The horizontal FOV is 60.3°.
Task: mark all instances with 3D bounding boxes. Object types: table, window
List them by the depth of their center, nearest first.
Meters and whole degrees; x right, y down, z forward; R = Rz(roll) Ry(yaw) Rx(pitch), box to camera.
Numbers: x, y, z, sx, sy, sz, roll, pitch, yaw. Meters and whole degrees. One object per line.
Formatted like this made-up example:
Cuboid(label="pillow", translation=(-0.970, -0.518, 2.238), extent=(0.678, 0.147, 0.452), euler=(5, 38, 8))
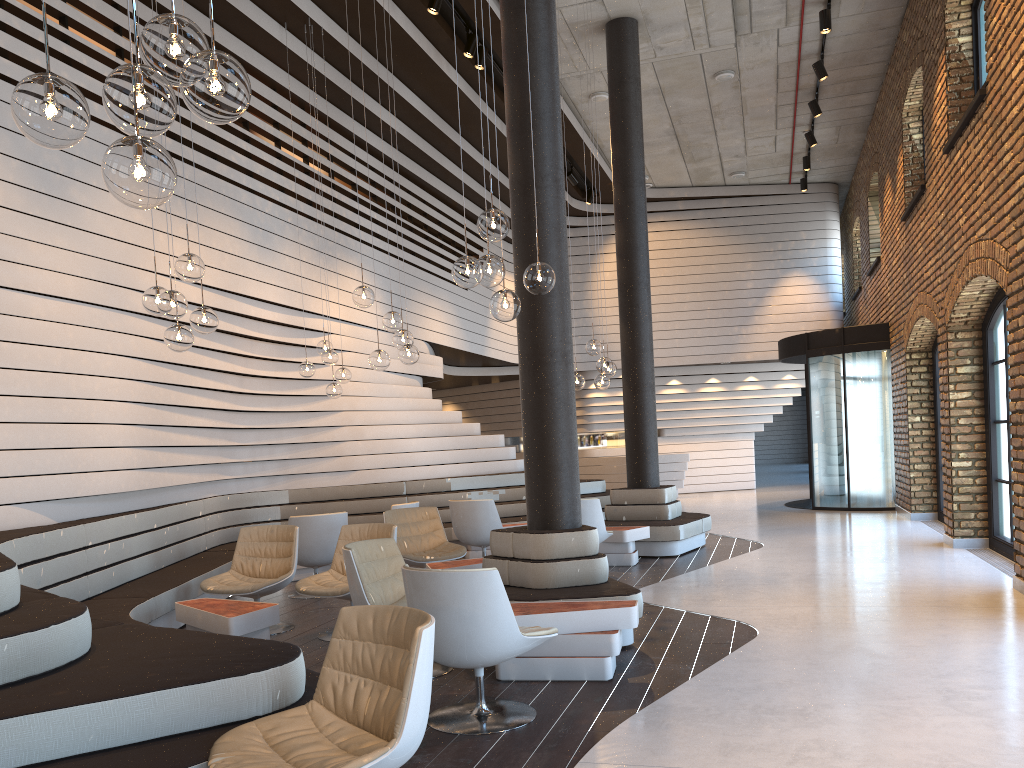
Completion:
Cuboid(label="table", translation=(0.257, 1.444, 4.954), extent=(0.908, 0.371, 0.412), euler=(-4, -1, 10))
Cuboid(label="table", translation=(-1.798, 1.604, 5.677), extent=(0.410, 0.371, 0.914), euler=(-2, -3, -41))
Cuboid(label="table", translation=(-0.347, 1.627, 7.176), extent=(0.898, 0.371, 0.417), euler=(-1, -2, -36))
Cuboid(label="window", translation=(4.166, -3.003, 7.539), extent=(0.126, 1.455, 1.563), euler=(-2, -1, 16))
Cuboid(label="window", translation=(4.439, 0.322, 7.643), extent=(0.131, 2.542, 2.342), euler=(-2, 0, 16))
Cuboid(label="table", translation=(0.954, 1.691, 9.165), extent=(0.910, 0.371, 0.411), euler=(-4, -1, 19))
Cuboid(label="table", translation=(-2.163, 1.875, 9.397), extent=(0.898, 0.371, 0.417), euler=(-1, -2, -36))
Cuboid(label="table", translation=(-0.204, 1.813, 10.056), extent=(0.903, 0.371, 0.415), euler=(-3, -1, -10))
Cuboid(label="window", translation=(4.966, -2.863, 10.256), extent=(0.126, 1.455, 1.563), euler=(-2, -1, 16))
Cuboid(label="window", translation=(5.239, 0.462, 10.359), extent=(0.131, 2.542, 2.342), euler=(-2, 0, 16))

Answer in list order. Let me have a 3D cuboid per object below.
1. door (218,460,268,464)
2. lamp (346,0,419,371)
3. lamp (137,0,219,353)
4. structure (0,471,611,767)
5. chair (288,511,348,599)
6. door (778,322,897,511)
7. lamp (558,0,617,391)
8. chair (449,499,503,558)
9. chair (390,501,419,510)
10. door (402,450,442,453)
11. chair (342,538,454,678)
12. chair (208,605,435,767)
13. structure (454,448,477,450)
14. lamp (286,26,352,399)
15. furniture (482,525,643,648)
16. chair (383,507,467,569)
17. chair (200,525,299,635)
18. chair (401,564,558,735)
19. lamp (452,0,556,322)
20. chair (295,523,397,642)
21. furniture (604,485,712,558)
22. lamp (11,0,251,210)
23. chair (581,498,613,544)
Cuboid(label="door", translation=(-3.722, 1.304, 12.479), extent=(0.975, 2.112, 0.161), euler=(-3, 2, 17))
Cuboid(label="lamp", translation=(-1.087, -2.476, 6.781), extent=(0.311, 4.755, 0.656), euler=(-2, 2, 25))
Cuboid(label="lamp", translation=(-2.026, -2.530, 5.102), extent=(0.294, 4.689, 0.540), euler=(-3, 2, 12))
Cuboid(label="structure", translation=(-2.403, 1.355, 5.628), extent=(5.794, 0.929, 18.151), euler=(-4, -4, 13))
Cuboid(label="chair", translation=(-1.851, 1.583, 8.255), extent=(0.651, 0.768, 0.715), euler=(-3, -1, -29))
Cuboid(label="door", translation=(6.119, 0.596, 14.538), extent=(3.223, 2.860, 3.231), euler=(-4, -1, 24))
Cuboid(label="lamp", translation=(0.904, -1.884, 14.405), extent=(9.075, 4.622, 41.738), euler=(-4, -4, 16))
Cuboid(label="chair", translation=(-0.295, 1.562, 9.189), extent=(0.661, 0.768, 0.704), euler=(-3, -1, 33))
Cuboid(label="chair", translation=(-1.295, 1.611, 9.110), extent=(0.713, 0.768, 0.653), euler=(-3, 0, 16))
Cuboid(label="door", translation=(-2.231, 1.593, 22.397), extent=(1.782, 2.709, 0.078), euler=(-3, 2, 22))
Cuboid(label="chair", translation=(-0.619, 1.310, 5.201), extent=(0.714, 0.768, 0.652), euler=(-3, 0, 20))
Cuboid(label="chair", translation=(-0.580, 1.146, 2.811), extent=(0.704, 0.768, 0.661), euler=(-3, 0, -36))
Cuboid(label="structure", translation=(-1.140, 1.619, 21.472), extent=(0.808, 0.471, 0.017), euler=(-5, 0, 42))
Cuboid(label="lamp", translation=(-1.976, -2.209, 8.791), extent=(0.528, 4.728, 0.334), euler=(-4, 2, -21))
Cuboid(label="furniture", translation=(0.032, 1.359, 6.103), extent=(1.270, 0.723, 1.780), euler=(-3, -3, -13))
Cuboid(label="chair", translation=(-0.787, 1.500, 7.871), extent=(0.651, 0.768, 0.716), euler=(-3, -1, -33))
Cuboid(label="chair", translation=(-1.943, 1.480, 6.660), extent=(0.660, 0.768, 0.705), euler=(-3, -1, 24))
Cuboid(label="chair", translation=(-0.162, 1.221, 4.245), extent=(0.662, 0.768, 0.704), euler=(-3, -1, 35))
Cuboid(label="lamp", translation=(-0.159, -2.671, 4.503), extent=(0.545, 4.689, 0.292), euler=(-3, 2, 2))
Cuboid(label="chair", translation=(-1.155, 1.415, 6.329), extent=(0.662, 0.768, 0.704), euler=(-3, -1, 37))
Cuboid(label="furniture", translation=(1.655, 1.538, 10.038), extent=(1.757, 0.724, 1.286), euler=(-1, -3, -38))
Cuboid(label="lamp", translation=(-1.031, -2.732, 2.076), extent=(0.541, 4.642, 0.276), euler=(-4, 2, -21))
Cuboid(label="chair", translation=(0.619, 1.462, 8.441), extent=(0.660, 0.768, 0.706), euler=(-3, -1, 17))
